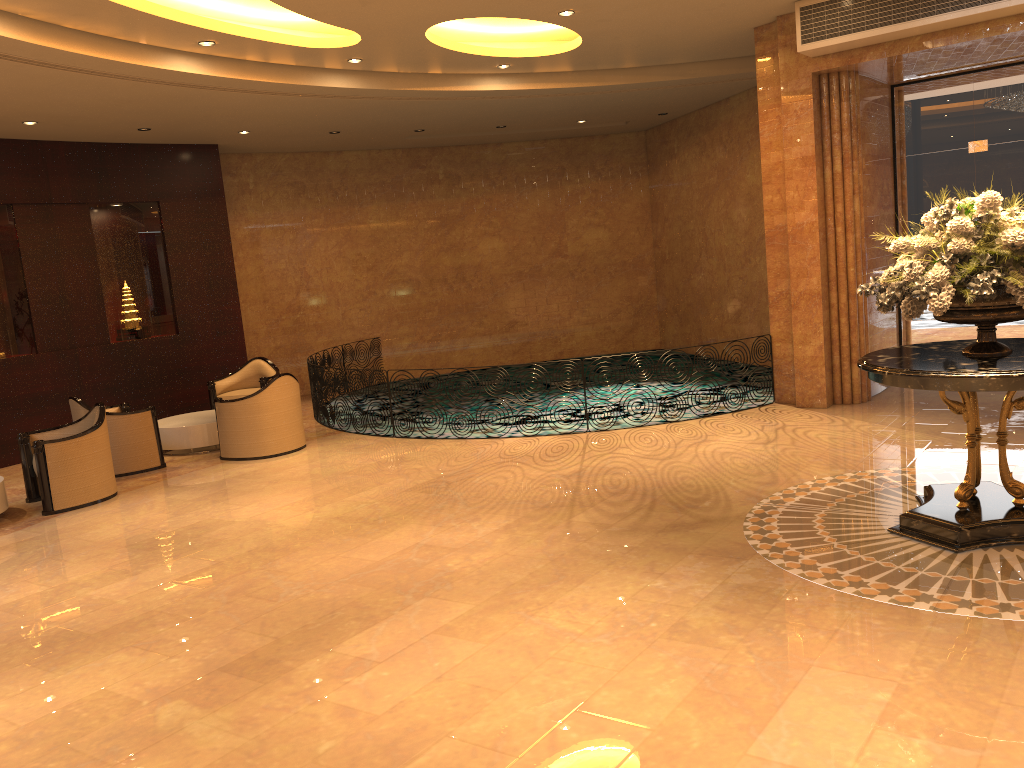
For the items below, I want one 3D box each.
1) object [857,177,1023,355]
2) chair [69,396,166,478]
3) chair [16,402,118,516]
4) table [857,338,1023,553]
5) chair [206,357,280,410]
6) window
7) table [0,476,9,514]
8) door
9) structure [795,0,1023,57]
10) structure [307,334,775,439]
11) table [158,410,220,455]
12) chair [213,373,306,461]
[{"bbox_3d":[2.921,-0.686,5.414,1.277,0.999,1.318,-9,9,-22],"label":"object"},{"bbox_3d":[-4.482,0.527,9.959,0.769,0.916,0.951,-13,11,-42],"label":"chair"},{"bbox_3d":[-4.349,0.692,8.708,0.769,0.916,0.951,-12,10,-38],"label":"chair"},{"bbox_3d":[2.984,0.344,5.563,1.493,1.089,1.493,-1,9,30],"label":"table"},{"bbox_3d":[-3.586,0.127,12.151,0.951,0.916,0.769,-4,8,12],"label":"chair"},{"bbox_3d":[6.103,-1.787,9.782,3.515,3.571,0.047,1,10,36],"label":"window"},{"bbox_3d":[-5.286,1.155,8.092,1.196,0.354,1.196,-10,9,-26],"label":"table"},{"bbox_3d":[6.139,-1.415,9.834,1.880,2.758,0.195,1,10,36],"label":"door"},{"bbox_3d":[4.589,-3.553,7.724,4.113,0.483,0.425,1,10,36],"label":"structure"},{"bbox_3d":[-0.713,-0.014,12.239,3.815,0.995,7.624,-11,10,-34],"label":"structure"},{"bbox_3d":[-3.866,0.593,11.067,1.196,0.354,1.196,-9,9,-25],"label":"table"},{"bbox_3d":[-2.836,0.333,10.206,0.769,0.916,0.951,0,10,32],"label":"chair"}]
